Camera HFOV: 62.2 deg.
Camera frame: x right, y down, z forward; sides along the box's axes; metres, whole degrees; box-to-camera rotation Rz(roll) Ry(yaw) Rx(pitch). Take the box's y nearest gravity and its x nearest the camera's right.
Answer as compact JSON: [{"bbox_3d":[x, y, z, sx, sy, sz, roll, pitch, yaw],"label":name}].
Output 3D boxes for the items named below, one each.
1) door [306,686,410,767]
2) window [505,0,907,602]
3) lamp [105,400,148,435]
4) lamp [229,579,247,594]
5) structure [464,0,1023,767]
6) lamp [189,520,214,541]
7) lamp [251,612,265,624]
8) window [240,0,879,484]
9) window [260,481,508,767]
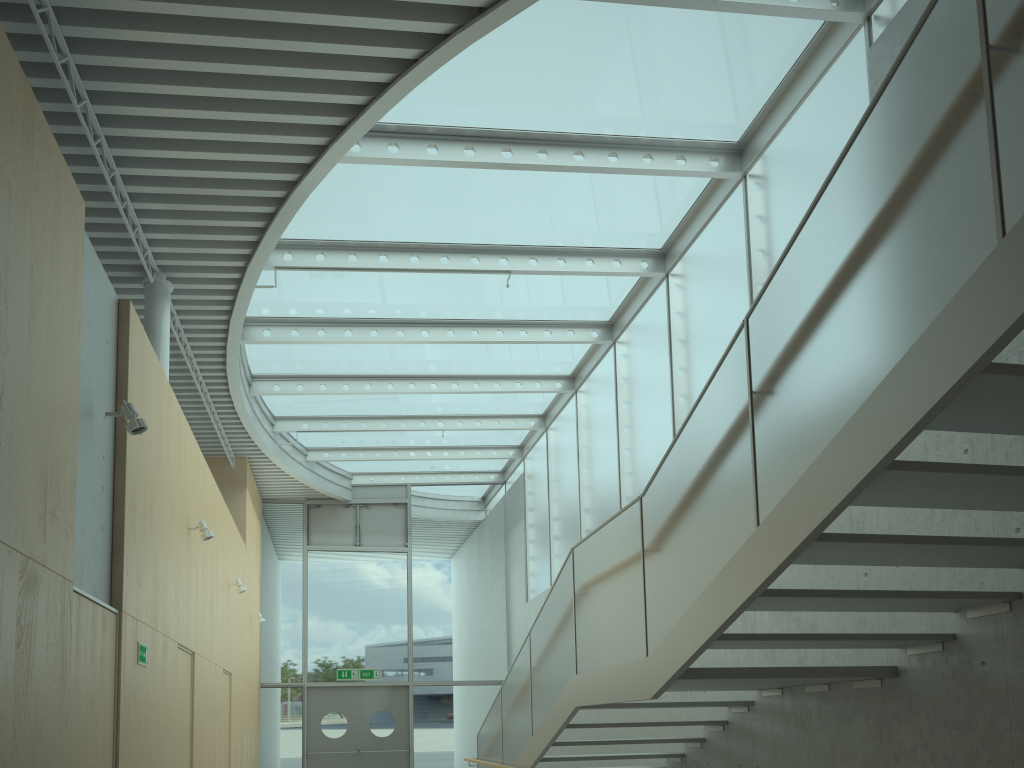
[{"bbox_3d":[-2.901,6.761,16.071,1.925,2.029,0.181,2,-7,-12],"label":"door"},{"bbox_3d":[1.050,1.055,11.641,0.030,2.618,16.616,0,-21,-12],"label":"window"},{"bbox_3d":[-2.284,0.197,5.045,0.235,0.188,0.146,8,-15,-31],"label":"lamp"},{"bbox_3d":[-3.530,2.599,10.930,0.235,0.188,0.146,8,-15,-31],"label":"lamp"},{"bbox_3d":[1.555,1.575,5.460,1.887,4.014,13.388,1,-21,-12],"label":"structure"},{"bbox_3d":[-2.886,1.357,7.889,0.235,0.188,0.146,8,-15,-31],"label":"lamp"},{"bbox_3d":[-4.179,3.849,13.993,0.235,0.188,0.146,8,-15,-31],"label":"lamp"},{"bbox_3d":[-1.042,2.418,11.026,4.790,5.977,16.801,1,-20,-12],"label":"window"},{"bbox_3d":[-2.384,4.852,16.411,4.864,6.054,0.113,1,-7,-12],"label":"window"}]
